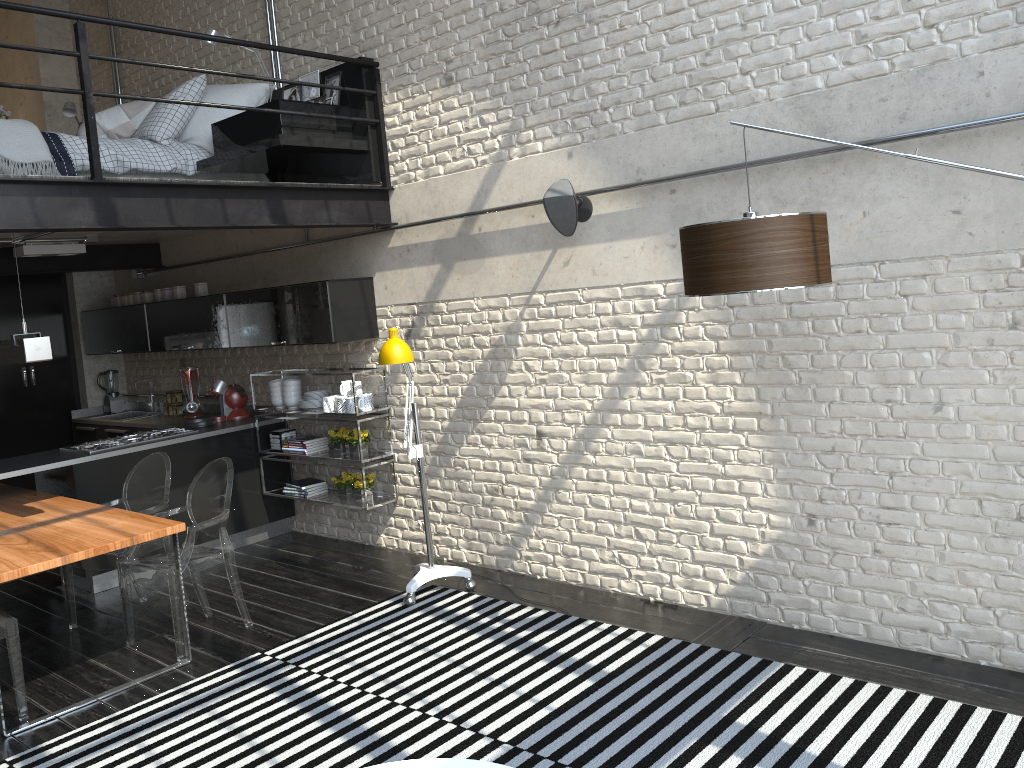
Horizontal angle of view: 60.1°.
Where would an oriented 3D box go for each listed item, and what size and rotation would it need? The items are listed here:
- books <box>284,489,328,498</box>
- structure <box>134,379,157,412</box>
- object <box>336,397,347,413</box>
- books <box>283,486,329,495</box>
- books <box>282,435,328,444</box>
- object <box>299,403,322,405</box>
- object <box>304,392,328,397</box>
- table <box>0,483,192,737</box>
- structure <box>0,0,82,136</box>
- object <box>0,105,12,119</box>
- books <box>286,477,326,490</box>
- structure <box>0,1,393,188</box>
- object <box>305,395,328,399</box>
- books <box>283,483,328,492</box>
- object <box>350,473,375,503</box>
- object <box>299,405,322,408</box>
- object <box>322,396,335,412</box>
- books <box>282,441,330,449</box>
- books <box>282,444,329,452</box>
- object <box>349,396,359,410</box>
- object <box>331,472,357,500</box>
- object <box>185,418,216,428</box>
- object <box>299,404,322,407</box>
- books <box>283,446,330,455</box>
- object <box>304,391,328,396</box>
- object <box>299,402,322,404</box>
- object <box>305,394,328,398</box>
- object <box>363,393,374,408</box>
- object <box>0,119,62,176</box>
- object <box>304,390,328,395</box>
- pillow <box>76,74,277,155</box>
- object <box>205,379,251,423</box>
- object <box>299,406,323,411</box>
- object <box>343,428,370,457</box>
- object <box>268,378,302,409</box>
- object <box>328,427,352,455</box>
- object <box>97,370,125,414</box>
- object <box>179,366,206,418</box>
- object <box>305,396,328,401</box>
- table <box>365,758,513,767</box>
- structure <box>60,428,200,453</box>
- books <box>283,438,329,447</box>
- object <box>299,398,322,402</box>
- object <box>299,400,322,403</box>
[{"bbox_3d":[-1.531,0.806,6.594,0.278,0.023,0.202,0,8,41],"label":"books"},{"bbox_3d":[-3.450,0.115,8.296,0.089,0.309,0.178,-3,4,42],"label":"structure"},{"bbox_3d":[-1.172,0.141,6.119,0.083,0.100,0.109,-6,5,-14],"label":"object"},{"bbox_3d":[-1.537,0.785,6.589,0.278,0.023,0.202,-1,8,36],"label":"books"},{"bbox_3d":[-1.533,0.410,6.565,0.292,0.021,0.212,1,9,45],"label":"books"},{"bbox_3d":[-1.413,0.143,6.410,0.251,0.031,0.253,-4,6,11],"label":"object"},{"bbox_3d":[-1.417,0.087,6.407,0.171,0.029,0.170,-11,8,-43],"label":"object"},{"bbox_3d":[-2.926,1.133,5.065,2.670,0.730,0.932,0,7,42],"label":"table"},{"bbox_3d":[-6.193,-2.459,8.893,2.787,2.940,2.607,-2,6,42],"label":"structure"},{"bbox_3d":[-4.890,-2.295,8.292,0.393,0.651,0.355,-8,4,-36],"label":"object"},{"bbox_3d":[-1.535,0.741,6.594,0.202,0.023,0.278,-10,8,-38],"label":"books"},{"bbox_3d":[-3.523,-0.146,5.296,3.782,3.328,4.810,-1,6,42],"label":"structure"},{"bbox_3d":[-1.415,0.104,6.408,0.171,0.029,0.170,-11,8,-43],"label":"object"},{"bbox_3d":[-1.536,0.763,6.592,0.278,0.023,0.202,0,8,40],"label":"books"},{"bbox_3d":[-1.037,0.717,6.177,0.176,0.191,0.182,-7,5,-26],"label":"object"},{"bbox_3d":[-1.411,0.159,6.411,0.251,0.031,0.253,-4,6,11],"label":"object"},{"bbox_3d":[-1.293,0.140,6.229,0.083,0.100,0.109,-6,5,-14],"label":"object"},{"bbox_3d":[-1.530,0.449,6.566,0.292,0.021,0.212,0,8,40],"label":"books"},{"bbox_3d":[-1.533,0.469,6.562,0.292,0.021,0.212,0,8,42],"label":"books"},{"bbox_3d":[-1.099,0.131,6.146,0.109,0.100,0.083,-8,5,-34],"label":"object"},{"bbox_3d":[-1.176,0.717,6.296,0.183,0.191,0.175,-9,5,-35],"label":"object"},{"bbox_3d":[-2.398,0.307,6.802,0.227,0.050,0.311,-8,6,-19],"label":"object"},{"bbox_3d":[-1.412,0.151,6.410,0.251,0.031,0.253,-4,6,11],"label":"object"},{"bbox_3d":[-1.526,0.488,6.568,0.292,0.021,0.212,0,8,41],"label":"books"},{"bbox_3d":[-1.418,0.078,6.407,0.171,0.029,0.170,-11,8,-43],"label":"object"},{"bbox_3d":[-1.413,0.135,6.410,0.251,0.031,0.253,-4,6,11],"label":"object"},{"bbox_3d":[-1.416,0.095,6.408,0.171,0.029,0.170,-11,8,-43],"label":"object"},{"bbox_3d":[-1.009,0.119,6.169,0.083,0.100,0.109,-6,5,-14],"label":"object"},{"bbox_3d":[-3.712,-1.351,5.721,2.515,0.657,0.685,0,7,43],"label":"object"},{"bbox_3d":[-1.418,0.069,6.407,0.171,0.029,0.170,-11,8,-43],"label":"object"},{"bbox_3d":[-2.875,-1.897,6.720,2.135,0.730,1.150,-1,7,40],"label":"pillow"},{"bbox_3d":[-2.280,0.118,7.120,0.220,0.340,0.352,-4,5,26],"label":"object"},{"bbox_3d":[-1.410,0.167,6.411,0.251,0.031,0.253,-4,6,11],"label":"object"},{"bbox_3d":[-1.070,0.402,6.159,0.183,0.191,0.175,-9,5,-35],"label":"object"},{"bbox_3d":[-1.710,0.071,6.690,0.309,0.216,0.151,-1,5,39],"label":"object"},{"bbox_3d":[-1.212,0.401,6.285,0.176,0.191,0.182,-7,5,-26],"label":"object"},{"bbox_3d":[-3.884,0.074,8.549,0.162,0.422,0.224,-3,4,42],"label":"object"},{"bbox_3d":[-2.744,0.071,7.559,0.211,0.425,0.202,-8,4,-33],"label":"object"},{"bbox_3d":[-1.414,0.112,6.408,0.171,0.029,0.170,-11,8,-43],"label":"object"},{"bbox_3d":[-0.298,1.396,2.266,1.092,0.298,1.090,-8,7,-25],"label":"table"},{"bbox_3d":[-2.771,0.396,6.436,0.501,0.026,0.816,0,8,42],"label":"structure"},{"bbox_3d":[-1.528,0.429,6.570,0.292,0.021,0.212,0,8,42],"label":"books"},{"bbox_3d":[-1.415,0.118,6.409,0.251,0.031,0.253,-4,6,11],"label":"object"},{"bbox_3d":[-1.414,0.126,6.409,0.251,0.031,0.253,-4,6,11],"label":"object"}]
